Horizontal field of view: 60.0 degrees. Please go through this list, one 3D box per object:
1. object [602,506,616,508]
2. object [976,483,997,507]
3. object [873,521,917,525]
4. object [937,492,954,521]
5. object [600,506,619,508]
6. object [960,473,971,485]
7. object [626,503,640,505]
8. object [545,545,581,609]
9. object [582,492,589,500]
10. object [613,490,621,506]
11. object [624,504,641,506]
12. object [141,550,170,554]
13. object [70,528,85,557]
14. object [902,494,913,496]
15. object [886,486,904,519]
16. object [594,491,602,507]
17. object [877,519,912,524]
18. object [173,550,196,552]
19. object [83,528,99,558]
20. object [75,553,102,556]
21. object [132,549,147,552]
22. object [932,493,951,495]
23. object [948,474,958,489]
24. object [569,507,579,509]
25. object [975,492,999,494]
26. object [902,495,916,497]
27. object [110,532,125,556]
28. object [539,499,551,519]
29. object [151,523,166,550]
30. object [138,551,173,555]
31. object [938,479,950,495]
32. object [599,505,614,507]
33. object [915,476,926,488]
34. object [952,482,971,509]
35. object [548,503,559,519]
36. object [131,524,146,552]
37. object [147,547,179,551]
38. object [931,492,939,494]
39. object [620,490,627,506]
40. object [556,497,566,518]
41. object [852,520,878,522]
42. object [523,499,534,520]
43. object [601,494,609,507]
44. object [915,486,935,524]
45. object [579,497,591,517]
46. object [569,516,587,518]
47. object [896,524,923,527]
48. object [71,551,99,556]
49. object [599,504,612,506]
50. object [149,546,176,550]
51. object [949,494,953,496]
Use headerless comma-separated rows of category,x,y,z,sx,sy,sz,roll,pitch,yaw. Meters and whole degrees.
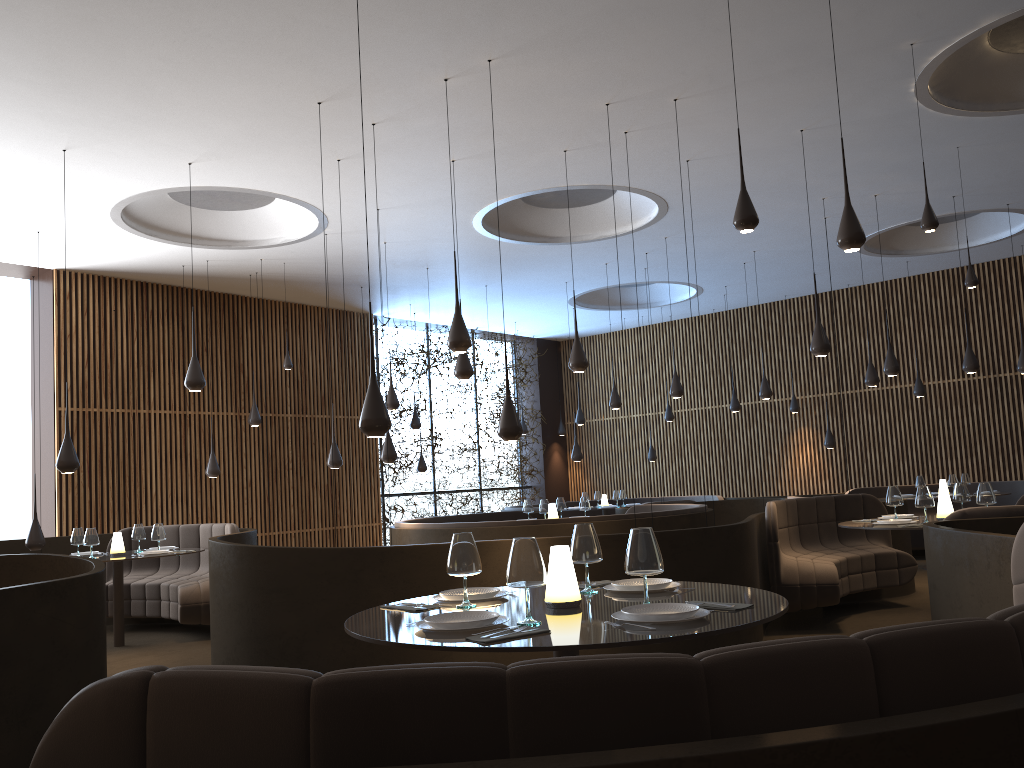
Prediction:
object,1.703,2.152,15.527,0.263,0.029,0.263,3,-9,-44
object,3.726,0.925,6.966,0.142,0.294,0.142,0,-6,-32
object,3.066,1.115,7.101,0.332,0.014,0.332,-9,-9,41
object,3.551,1.001,7.270,0.144,0.231,0.142,-5,-6,14
object,1.704,2.162,15.527,0.332,0.014,0.332,-6,-7,26
object,6.558,1.441,12.815,0.142,0.294,0.142,-2,-5,-13
object,2.200,2.189,16.092,0.263,0.029,0.263,-7,-7,28
object,0.193,0.748,3.451,0.142,0.231,0.145,-5,-6,18
object,1.314,2.086,15.874,0.142,0.294,0.142,-7,-6,35
object,1.856,2.036,15.708,0.142,0.294,0.142,-7,-6,33
object,2.201,2.199,16.091,0.332,0.014,0.332,-6,-7,25
object,-3.522,1.663,8.758,0.263,0.029,0.263,-5,-7,17
object,-4.414,1.615,9.020,0.142,0.294,0.142,-4,-5,13
object,5.687,1.624,12.874,0.263,0.029,0.263,3,-9,-43
object,3.273,1.022,7.584,0.142,0.294,0.142,-8,-7,40
object,1.592,2.134,16.428,0.142,0.294,0.142,-8,-7,40
object,3.065,1.105,7.102,0.263,0.029,0.263,3,-9,-45
object,-3.340,1.698,8.998,0.262,0.017,0.126,-7,-8,33
object,-4.109,1.557,8.660,0.142,0.294,0.142,-7,-7,37
object,-4.448,1.780,9.236,0.332,0.014,0.332,1,-8,-33
object,-3.978,1.807,9.639,0.126,0.017,0.262,-7,-8,31
object,6.327,1.626,13.113,0.332,0.014,0.333,-2,-7,-11
object,6.182,1.416,12.419,0.142,0.294,0.142,-1,-6,-22
object,1.156,2.240,16.027,0.263,0.029,0.264,-2,-7,-14
object,6.670,1.530,12.448,0.332,0.014,0.332,-6,-7,25
object,5.687,1.634,12.873,0.332,0.014,0.332,-7,-7,28
object,-4.003,1.621,8.997,0.142,0.231,0.145,0,-6,-28
object,0.398,1.541,10.700,0.142,0.294,0.142,-3,-5,2
object,-3.586,1.566,8.994,0.142,0.294,0.142,-8,-7,43
object,-3.522,1.673,8.757,0.332,0.014,0.332,-4,-7,11
object,6.148,1.474,12.636,0.142,0.231,0.144,-7,-6,32
object,1.746,2.283,16.597,0.332,0.014,0.332,-8,-8,38
object,5.810,1.459,12.608,0.142,0.294,0.142,-6,-6,28
object,3.841,0.989,7.573,0.142,0.294,0.142,-3,-5,-4
object,0.513,1.611,11.100,0.144,0.231,0.142,0,-7,-34
object,-3.964,1.636,9.415,0.142,0.294,0.142,-4,-5,8
object,-3.732,1.766,9.467,0.332,0.014,0.332,-7,-8,32
object,6.327,1.616,13.113,0.263,0.029,0.264,-2,-7,-14
object,2.039,2.092,16.277,0.142,0.294,0.142,-3,-5,-6
object,0.635,1.619,11.493,0.142,0.294,0.142,0,-6,-28
object,3.093,1.192,7.716,0.126,0.017,0.262,-1,-7,-15
object,0.208,1.619,11.288,0.142,0.294,0.142,-4,-5,7
object,1.679,2.120,16.081,0.142,0.231,0.145,-5,-6,20
object,3.254,0.954,6.988,0.142,0.294,0.142,-3,-5,0
object,0.903,1.543,10.961,0.142,0.294,0.142,-4,-5,11
object,0.874,1.730,11.466,0.263,0.029,0.263,-8,-8,35
object,3.099,1.086,6.801,0.262,0.017,0.127,-2,-7,-10
object,-4.448,1.770,9.237,0.263,0.029,0.264,-4,-7,8
object,1.746,2.273,16.598,0.263,0.029,0.263,-7,-8,32
object,-3.733,1.757,9.467,0.263,0.029,0.264,-4,-7,6
object,6.001,1.520,12.121,0.263,0.029,0.263,-7,-8,30
